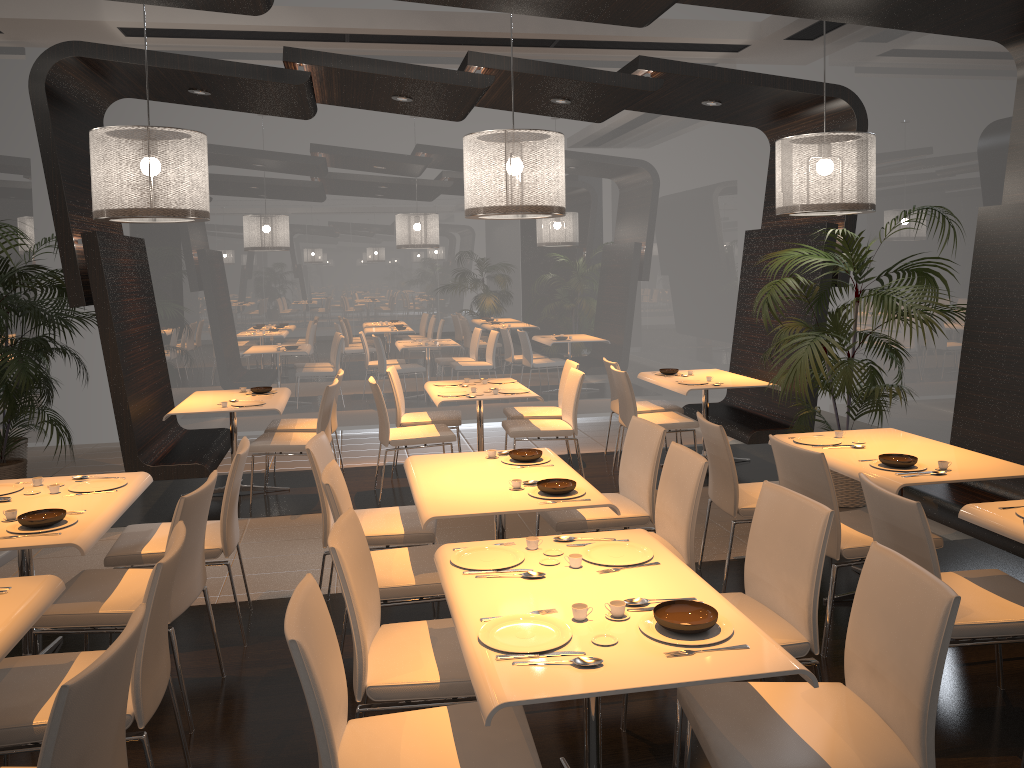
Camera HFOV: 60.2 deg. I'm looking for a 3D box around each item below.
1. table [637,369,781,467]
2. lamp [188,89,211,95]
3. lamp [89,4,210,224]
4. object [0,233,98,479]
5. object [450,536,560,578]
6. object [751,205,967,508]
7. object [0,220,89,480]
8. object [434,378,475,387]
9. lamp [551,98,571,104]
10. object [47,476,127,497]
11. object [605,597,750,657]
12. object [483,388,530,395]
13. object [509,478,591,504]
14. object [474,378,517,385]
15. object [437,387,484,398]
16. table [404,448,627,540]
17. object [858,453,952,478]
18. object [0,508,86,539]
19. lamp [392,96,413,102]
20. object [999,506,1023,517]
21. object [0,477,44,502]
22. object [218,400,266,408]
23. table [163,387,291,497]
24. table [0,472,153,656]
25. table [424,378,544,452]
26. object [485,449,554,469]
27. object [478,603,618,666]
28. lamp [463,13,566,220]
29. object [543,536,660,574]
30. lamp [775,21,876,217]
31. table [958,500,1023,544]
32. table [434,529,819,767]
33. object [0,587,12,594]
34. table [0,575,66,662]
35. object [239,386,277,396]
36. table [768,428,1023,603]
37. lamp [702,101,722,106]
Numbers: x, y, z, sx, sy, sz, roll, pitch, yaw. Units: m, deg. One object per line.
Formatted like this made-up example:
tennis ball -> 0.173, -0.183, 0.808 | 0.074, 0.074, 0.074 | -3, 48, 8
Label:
table -> 1.618, 0.310, 7.396 | 0.800, 0.722, 1.154 | -2, 6, -10
lamp -> -2.310, -2.171, 6.533 | 0.160, 0.054, 0.161 | -2, 7, -5
lamp -> -2.093, -1.903, 5.054 | 0.626, 1.922, 0.629 | 0, 4, 17
object -> -4.113, -0.224, 7.276 | 1.563, 2.051, 1.511 | 3, 6, 41
object -> -0.023, 0.557, 2.852 | 0.335, 0.037, 0.379 | -3, 8, -16
object -> 2.386, -0.201, 6.062 | 1.504, 2.051, 1.570 | -1, 5, 3
object -> -3.697, -0.099, 6.252 | 1.562, 2.051, 1.512 | -3, 5, -17
object -> -0.471, -0.011, 7.268 | 0.335, 0.037, 0.379 | -3, 8, -16
lamp -> 0.388, -2.266, 7.037 | 0.161, 0.055, 0.162 | -3, 7, -16
object -> -1.931, 0.444, 4.022 | 0.335, 0.037, 0.379 | -4, 8, -21
object -> 0.418, 0.614, 2.326 | 0.303, 0.044, 0.367 | -3, 8, -11
object -> -0.043, 0.041, 6.803 | 0.335, 0.037, 0.379 | -4, 8, -21
object -> 0.153, 0.435, 3.733 | 0.303, 0.044, 0.367 | -3, 8, -11
object -> -0.142, -0.037, 7.410 | 0.335, 0.037, 0.379 | -4, 8, -21
object -> -0.387, 0.066, 6.665 | 0.335, 0.037, 0.379 | -3, 8, -16
table -> 0.074, 0.777, 4.071 | 1.053, 0.722, 1.154 | -2, 6, -10
object -> 1.808, 0.360, 4.043 | 0.303, 0.044, 0.367 | -3, 8, -11
object -> -1.834, 0.519, 3.408 | 0.303, 0.044, 0.367 | -3, 8, -11
lamp -> -0.846, -2.210, 6.807 | 0.161, 0.055, 0.162 | -3, 7, -16
object -> 2.009, 0.467, 3.199 | 0.303, 0.044, 0.367 | -3, 8, -11
object -> -2.258, 0.466, 3.908 | 0.335, 0.037, 0.379 | -3, 8, -16
object -> -1.971, 0.128, 6.442 | 0.335, 0.037, 0.379 | -4, 8, -21
table -> -2.111, 0.476, 6.719 | 0.800, 0.722, 1.154 | -2, 6, -10
table -> -2.018, 0.872, 3.677 | 0.800, 0.722, 1.154 | -2, 6, -10
table -> -0.252, 0.394, 7.054 | 0.800, 0.722, 1.154 | -2, 6, -10
object -> 0.033, 0.354, 4.370 | 0.303, 0.044, 0.367 | -3, 8, -11
object -> 0.091, 0.634, 2.249 | 0.335, 0.037, 0.379 | -3, 8, -16
lamp -> 0.000, -1.998, 5.444 | 0.626, 1.922, 0.629 | 0, 4, 17
object -> 0.281, 0.541, 2.927 | 0.335, 0.037, 0.379 | -4, 8, -21
lamp -> 2.061, -2.091, 5.828 | 0.627, 1.922, 0.629 | 0, 4, 21
table -> 2.226, 0.881, 2.941 | 0.800, 0.722, 1.154 | -2, 6, -10
table -> 0.234, 0.969, 2.580 | 0.800, 0.722, 1.154 | -2, 6, -10
object -> -1.640, 0.630, 2.527 | 0.303, 0.044, 0.367 | -3, 8, -11
table -> -1.706, 1.057, 2.218 | 0.800, 0.722, 1.154 | -2, 6, -10
object -> -2.017, 0.051, 7.016 | 0.303, 0.044, 0.367 | -3, 8, -11
table -> 1.917, 0.696, 4.399 | 0.800, 0.722, 1.154 | -2, 6, -10
lamp -> 1.641, -2.323, 7.271 | 0.161, 0.055, 0.162 | -3, 7, -16
